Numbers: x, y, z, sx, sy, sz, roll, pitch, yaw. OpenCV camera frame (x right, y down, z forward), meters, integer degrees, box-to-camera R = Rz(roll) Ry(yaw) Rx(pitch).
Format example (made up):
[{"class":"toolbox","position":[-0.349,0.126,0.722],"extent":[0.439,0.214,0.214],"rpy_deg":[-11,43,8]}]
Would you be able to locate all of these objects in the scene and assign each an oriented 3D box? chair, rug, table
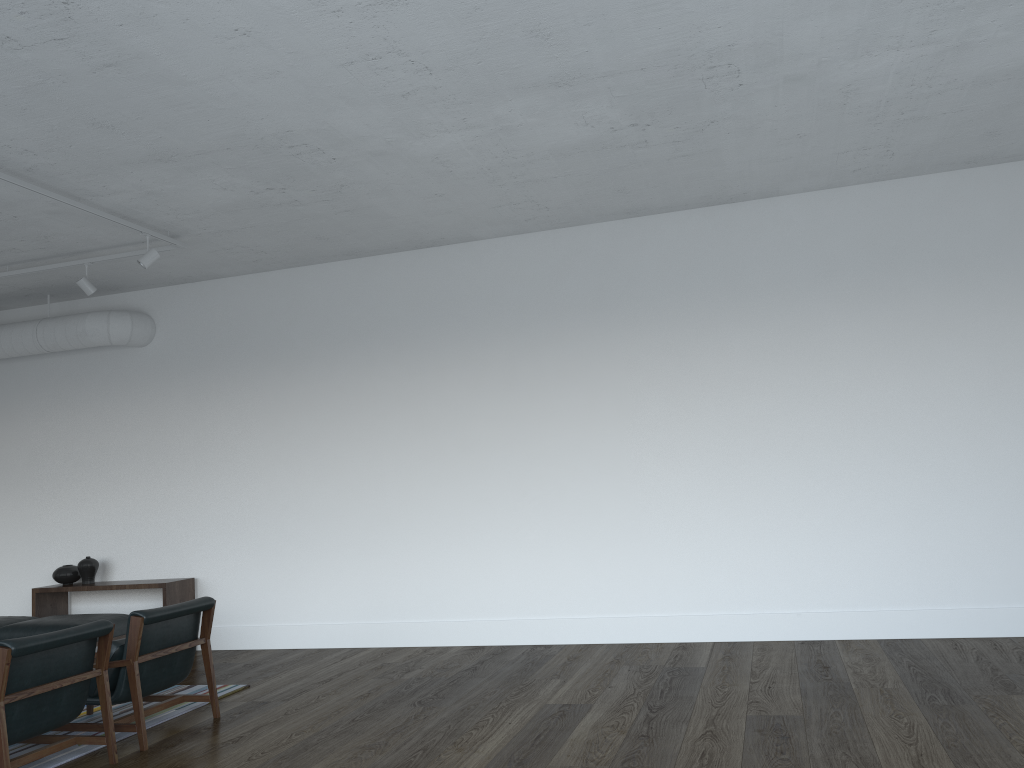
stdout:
[{"class":"chair","position":[-2.268,1.603,5.008],"extent":[0.983,0.698,0.678],"rpy_deg":[-6,-7,16]},{"class":"rug","position":[-3.938,2.079,5.162],"extent":[3.760,0.012,2.735],"rpy_deg":[-6,-7,16]},{"class":"table","position":[-3.417,2.021,7.606],"extent":[1.362,0.617,0.375],"rpy_deg":[-6,-7,16]},{"class":"chair","position":[-2.504,1.525,4.203],"extent":[0.983,0.698,0.678],"rpy_deg":[-6,-7,16]}]

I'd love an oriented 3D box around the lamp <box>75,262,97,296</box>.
[{"class":"lamp","position":[-3.282,-0.823,6.844],"extent":[0.100,0.285,0.154],"rpy_deg":[-9,-8,39]}]

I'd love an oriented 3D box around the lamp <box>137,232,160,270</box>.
[{"class":"lamp","position":[-2.553,-0.944,6.225],"extent":[0.154,0.285,0.088],"rpy_deg":[0,-8,-29]}]

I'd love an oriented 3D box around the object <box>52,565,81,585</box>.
[{"class":"object","position":[-3.923,1.685,7.832],"extent":[0.245,0.168,0.245],"rpy_deg":[-5,-7,7]}]

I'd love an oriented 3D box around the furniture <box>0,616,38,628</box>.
[{"class":"furniture","position":[-4.109,2.042,6.782],"extent":[0.828,0.478,0.584],"rpy_deg":[-6,-7,16]}]

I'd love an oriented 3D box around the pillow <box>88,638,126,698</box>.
[{"class":"pillow","position":[-2.085,1.537,4.955],"extent":[0.246,0.293,0.612],"rpy_deg":[-6,-7,16]}]

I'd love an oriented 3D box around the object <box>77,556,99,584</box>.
[{"class":"object","position":[-3.708,1.628,7.760],"extent":[0.171,0.236,0.171],"rpy_deg":[-6,-7,21]}]

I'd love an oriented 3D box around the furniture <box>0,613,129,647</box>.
[{"class":"furniture","position":[-3.293,1.962,6.551],"extent":[0.827,0.476,0.583],"rpy_deg":[-6,-7,16]}]
